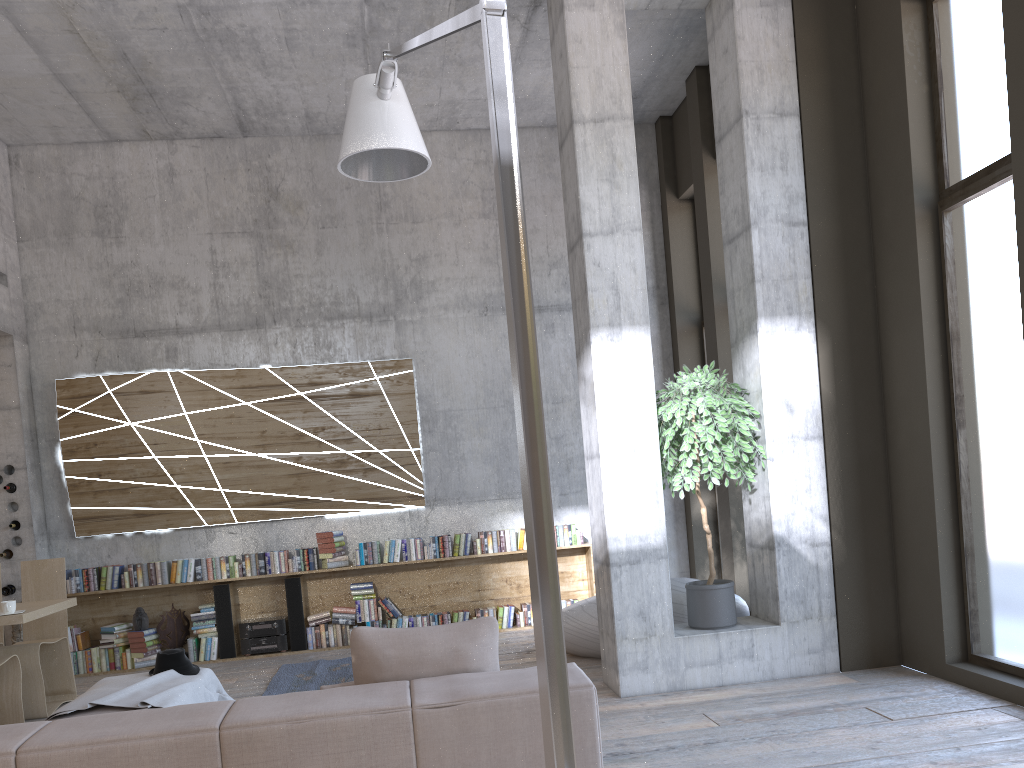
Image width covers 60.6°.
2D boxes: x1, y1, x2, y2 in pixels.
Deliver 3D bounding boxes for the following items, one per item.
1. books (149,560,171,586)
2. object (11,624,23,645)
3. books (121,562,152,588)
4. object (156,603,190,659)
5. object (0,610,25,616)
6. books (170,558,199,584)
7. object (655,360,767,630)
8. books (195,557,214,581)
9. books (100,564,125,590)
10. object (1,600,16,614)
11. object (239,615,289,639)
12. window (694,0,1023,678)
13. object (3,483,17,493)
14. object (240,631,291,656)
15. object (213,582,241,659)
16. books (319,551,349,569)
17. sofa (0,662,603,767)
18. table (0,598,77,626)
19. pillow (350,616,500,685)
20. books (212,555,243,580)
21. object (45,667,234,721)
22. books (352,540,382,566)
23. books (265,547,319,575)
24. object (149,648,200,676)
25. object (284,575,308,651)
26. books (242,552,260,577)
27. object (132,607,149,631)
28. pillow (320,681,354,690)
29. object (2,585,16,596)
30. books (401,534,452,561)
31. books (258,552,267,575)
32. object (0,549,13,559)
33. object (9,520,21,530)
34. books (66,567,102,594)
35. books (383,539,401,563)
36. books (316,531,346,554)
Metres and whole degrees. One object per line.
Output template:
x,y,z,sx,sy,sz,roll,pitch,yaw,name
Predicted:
-3.400,1.829,8.493,0.156,0.221,0.190,-5,-2,-8,books
-4.533,2.457,8.092,0.272,0.683,0.247,-4,1,45,object
-3.617,1.848,8.491,0.278,0.220,0.210,-4,-2,-9,books
-3.309,2.428,8.594,0.197,0.569,0.341,-4,1,42,object
-3.476,1.588,6.065,0.184,0.014,0.187,-2,-7,-21,object
-3.184,1.813,8.520,0.249,0.229,0.190,-5,-1,-7,books
1.358,0.782,6.191,0.993,1.865,0.974,-5,0,-41,object
-2.987,1.806,8.544,0.156,0.221,0.154,-5,-1,-8,books
-3.862,1.866,8.469,0.199,0.228,0.190,-5,-1,-8,books
-3.469,1.544,6.055,0.118,0.088,0.093,-7,-3,36,object
-2.449,2.411,8.678,0.439,0.161,0.305,-4,-5,-7,object
2.801,-0.416,4.652,0.209,4.153,9.268,-5,-5,-9,window
-4.686,0.976,8.235,0.090,0.090,0.337,-5,-6,-8,object
-2.436,2.572,8.690,0.439,0.164,0.295,-4,-4,-7,object
-2.811,2.345,8.653,0.152,0.760,0.272,-5,1,-8,object
-1.766,1.741,8.686,0.223,0.150,0.283,-8,-6,40,books
-1.344,1.678,4.282,2.992,0.784,3.031,-4,-6,-7,sofa
-5.908,2.235,6.133,5.178,0.924,1.016,-4,-3,-7,table
-0.309,1.166,3.337,0.563,0.558,0.221,-5,1,-5,pillow
-2.773,1.792,8.573,0.276,0.221,0.171,-5,-1,-6,books
-2.105,2.004,5.374,1.047,0.501,1.601,-6,-6,11,object
-1.450,1.687,8.749,0.278,0.220,0.210,-4,-2,-9,books
-2.171,1.747,8.670,0.489,0.220,0.215,-4,-2,-7,books
-2.135,1.757,5.534,0.301,0.169,0.301,-3,-5,-20,object
-2.139,2.297,8.738,0.152,0.760,0.272,-5,1,-8,object
-2.564,1.781,8.647,0.155,0.220,0.205,-5,-2,-8,books
-3.576,2.259,8.439,0.145,0.229,0.136,-5,0,-10,object
-0.569,1.300,3.412,0.374,0.372,0.170,-3,0,-34,pillow
-4.738,1.952,8.335,0.090,0.090,0.337,-5,-6,-8,object
-0.859,1.651,8.836,0.489,0.220,0.215,-4,-2,-7,books
-2.459,1.772,8.653,0.055,0.221,0.190,-5,-2,-8,books
-4.726,1.597,8.245,0.095,0.095,0.340,-5,-6,-8,object
-4.661,1.334,8.286,0.093,0.093,0.349,-5,-6,-8,object
-4.212,1.891,8.412,0.489,0.220,0.215,-4,-2,-7,books
-1.197,1.668,8.770,0.199,0.228,0.190,-5,-1,-8,books
-1.791,1.563,8.672,0.190,0.210,0.246,-5,-3,14,books
